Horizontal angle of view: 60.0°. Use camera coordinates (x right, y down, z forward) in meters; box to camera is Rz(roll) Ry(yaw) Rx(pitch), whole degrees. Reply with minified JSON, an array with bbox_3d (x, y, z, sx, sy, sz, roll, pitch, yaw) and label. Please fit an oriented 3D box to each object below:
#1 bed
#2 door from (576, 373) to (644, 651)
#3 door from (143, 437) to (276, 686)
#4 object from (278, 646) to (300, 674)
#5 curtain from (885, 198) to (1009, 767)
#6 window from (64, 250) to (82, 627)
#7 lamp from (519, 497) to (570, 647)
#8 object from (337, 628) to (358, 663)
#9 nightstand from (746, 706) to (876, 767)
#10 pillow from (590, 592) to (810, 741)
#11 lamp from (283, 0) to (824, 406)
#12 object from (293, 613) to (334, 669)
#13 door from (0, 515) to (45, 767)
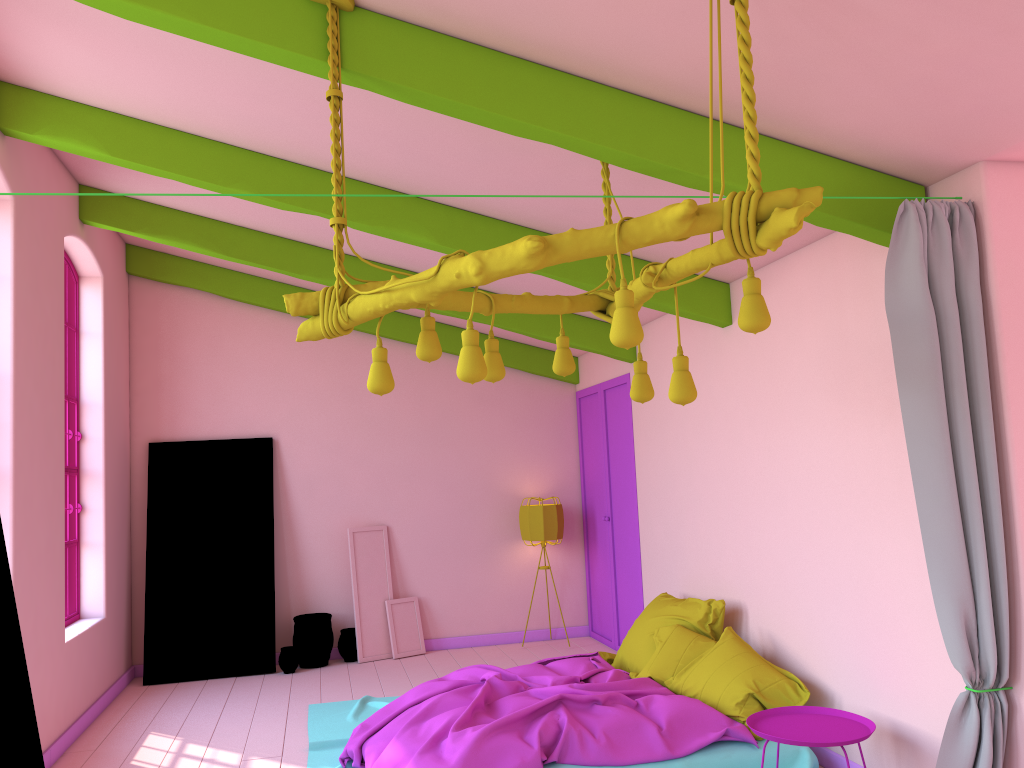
[{"bbox_3d":[0.097,2.040,5.547,2.802,0.513,3.580,-1,-6,-13],"label":"bed"},{"bbox_3d":[0.940,1.279,8.601,0.108,2.588,1.679,-2,-6,-13],"label":"door"},{"bbox_3d":[-2.837,1.620,8.365,1.153,2.208,0.450,-2,-5,-13],"label":"door"},{"bbox_3d":[-2.061,2.554,8.200,0.199,0.234,0.199,3,-8,-45],"label":"object"},{"bbox_3d":[1.827,0.626,3.781,0.518,2.782,0.525,0,-6,-32],"label":"curtain"},{"bbox_3d":[-3.515,0.374,6.870,0.072,3.044,1.276,-2,-5,-13],"label":"window"},{"bbox_3d":[0.348,1.878,8.966,0.491,1.465,0.477,-4,-6,17],"label":"lamp"},{"bbox_3d":[-1.565,2.537,8.614,0.260,0.306,0.261,-5,-6,20],"label":"object"},{"bbox_3d":[1.452,1.865,4.274,0.596,0.458,0.596,-5,-6,25],"label":"nightstand"},{"bbox_3d":[1.097,1.879,6.049,0.848,0.821,2.620,0,-6,-23],"label":"pillow"},{"bbox_3d":[0.189,-1.038,3.172,1.611,2.262,1.777,0,-6,-31],"label":"lamp"},{"bbox_3d":[-1.898,2.450,8.473,0.386,0.470,0.386,-6,-6,30],"label":"object"},{"bbox_3d":[-2.249,1.089,3.481,0.450,2.208,1.154,-3,-5,-3],"label":"door"}]
